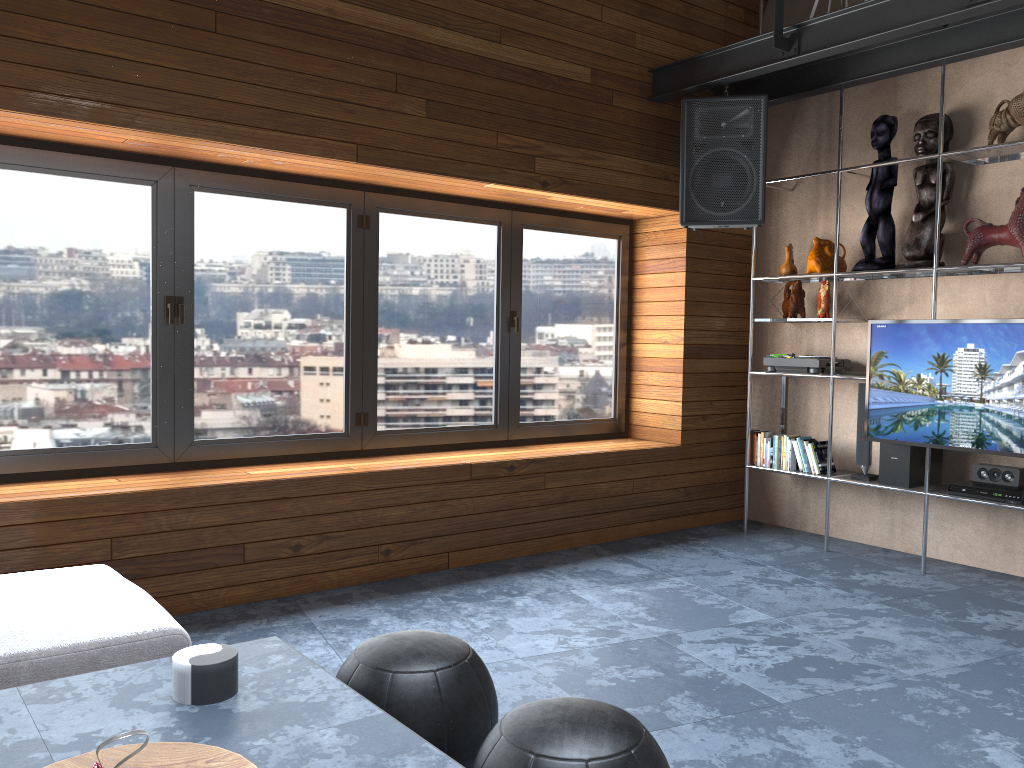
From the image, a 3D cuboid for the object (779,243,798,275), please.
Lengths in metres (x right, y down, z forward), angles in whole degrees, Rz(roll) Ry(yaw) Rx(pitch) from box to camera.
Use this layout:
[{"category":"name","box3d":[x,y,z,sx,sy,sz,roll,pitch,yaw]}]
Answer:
[{"category":"object","box3d":[1.676,-0.745,5.331,0.107,0.209,0.233,3,4,40]}]

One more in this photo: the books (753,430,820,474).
[{"category":"books","box3d":[1.673,0.405,5.300,0.139,0.208,0.461,-1,4,-38]}]

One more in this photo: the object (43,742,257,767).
[{"category":"object","box3d":[-0.556,0.629,1.265,0.395,0.061,0.395,-2,4,-45]}]

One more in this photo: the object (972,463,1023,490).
[{"category":"object","box3d":[2.418,0.458,4.405,0.080,0.101,0.223,-1,4,-37]}]

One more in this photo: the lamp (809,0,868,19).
[{"category":"lamp","box3d":[1.661,-2.271,4.464,0.475,1.002,0.475,0,3,-14]}]

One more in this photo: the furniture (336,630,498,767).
[{"category":"furniture","box3d":[-0.233,0.823,2.084,0.402,0.462,0.401,1,3,3]}]

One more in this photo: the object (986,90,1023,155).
[{"category":"object","box3d":[2.493,-1.366,4.314,0.207,0.442,0.328,-2,4,-44]}]

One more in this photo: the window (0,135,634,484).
[{"category":"window","box3d":[-1.543,-0.310,4.042,5.936,1.522,0.101,-1,3,-37]}]

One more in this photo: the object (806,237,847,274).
[{"category":"object","box3d":[1.830,-0.732,5.134,0.278,0.222,0.138,0,3,-27]}]

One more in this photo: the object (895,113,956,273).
[{"category":"object","box3d":[2.200,-1.019,4.708,0.305,0.840,0.237,-1,3,-35]}]

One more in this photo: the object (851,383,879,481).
[{"category":"object","box3d":[1.977,0.263,4.940,0.112,0.533,0.112,-1,3,-37]}]

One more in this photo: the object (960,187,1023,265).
[{"category":"object","box3d":[2.425,-0.792,4.294,0.219,0.440,0.462,-1,3,-37]}]

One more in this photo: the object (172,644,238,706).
[{"category":"object","box3d":[-0.625,0.591,1.809,0.126,0.081,0.126,2,3,25]}]

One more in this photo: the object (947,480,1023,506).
[{"category":"object","box3d":[2.420,0.537,4.412,0.325,0.058,0.360,-1,4,-37]}]

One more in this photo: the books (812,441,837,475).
[{"category":"books","box3d":[1.811,0.427,5.144,0.138,0.185,0.081,-1,3,-37]}]

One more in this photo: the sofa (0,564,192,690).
[{"category":"sofa","box3d":[-1.339,0.738,1.128,2.205,0.693,4.035,-1,4,-37]}]

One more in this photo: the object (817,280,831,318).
[{"category":"object","box3d":[1.818,-0.491,5.176,0.060,0.223,0.267,1,3,8]}]

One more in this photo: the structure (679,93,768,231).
[{"category":"structure","box3d":[1.190,-1.231,5.009,0.461,0.735,0.488,2,3,13]}]

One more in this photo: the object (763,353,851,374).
[{"category":"object","box3d":[1.745,-0.124,5.284,0.320,0.114,0.404,-1,4,-37]}]

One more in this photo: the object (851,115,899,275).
[{"category":"object","box3d":[2.021,-1.055,4.907,0.244,0.879,0.244,1,3,-9]}]

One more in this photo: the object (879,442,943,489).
[{"category":"object","box3d":[2.156,0.391,4.791,0.343,0.303,0.175,-1,3,-37]}]

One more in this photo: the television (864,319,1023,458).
[{"category":"television","box3d":[2.229,0.008,4.276,0.115,0.638,1.075,-1,3,-37]}]

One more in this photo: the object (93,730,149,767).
[{"category":"object","box3d":[-0.575,0.569,1.258,0.105,0.172,0.118,2,3,15]}]

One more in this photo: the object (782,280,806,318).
[{"category":"object","box3d":[1.692,-0.505,5.332,0.116,0.229,0.233,1,3,3]}]

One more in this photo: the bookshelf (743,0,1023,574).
[{"category":"bookshelf","box3d":[4.886,-1.921,1.170,0.421,6.219,10.739,-1,3,-37]}]

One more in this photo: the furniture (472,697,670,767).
[{"category":"furniture","box3d":[0.112,0.849,1.688,0.402,0.462,0.401,0,3,-17]}]
